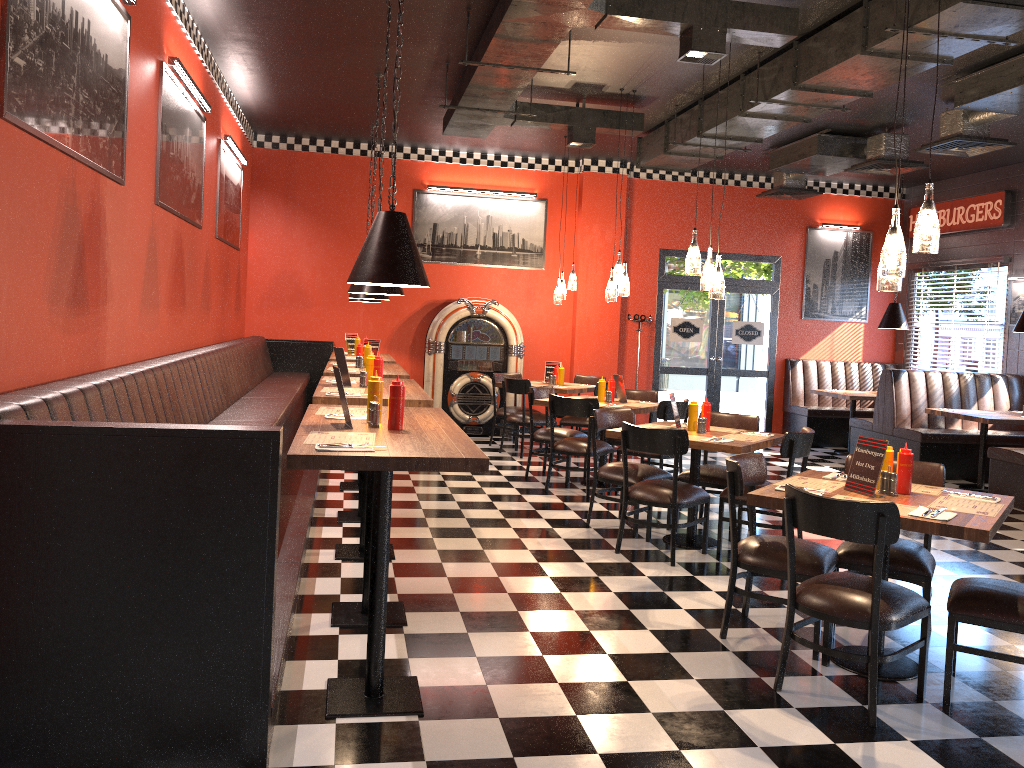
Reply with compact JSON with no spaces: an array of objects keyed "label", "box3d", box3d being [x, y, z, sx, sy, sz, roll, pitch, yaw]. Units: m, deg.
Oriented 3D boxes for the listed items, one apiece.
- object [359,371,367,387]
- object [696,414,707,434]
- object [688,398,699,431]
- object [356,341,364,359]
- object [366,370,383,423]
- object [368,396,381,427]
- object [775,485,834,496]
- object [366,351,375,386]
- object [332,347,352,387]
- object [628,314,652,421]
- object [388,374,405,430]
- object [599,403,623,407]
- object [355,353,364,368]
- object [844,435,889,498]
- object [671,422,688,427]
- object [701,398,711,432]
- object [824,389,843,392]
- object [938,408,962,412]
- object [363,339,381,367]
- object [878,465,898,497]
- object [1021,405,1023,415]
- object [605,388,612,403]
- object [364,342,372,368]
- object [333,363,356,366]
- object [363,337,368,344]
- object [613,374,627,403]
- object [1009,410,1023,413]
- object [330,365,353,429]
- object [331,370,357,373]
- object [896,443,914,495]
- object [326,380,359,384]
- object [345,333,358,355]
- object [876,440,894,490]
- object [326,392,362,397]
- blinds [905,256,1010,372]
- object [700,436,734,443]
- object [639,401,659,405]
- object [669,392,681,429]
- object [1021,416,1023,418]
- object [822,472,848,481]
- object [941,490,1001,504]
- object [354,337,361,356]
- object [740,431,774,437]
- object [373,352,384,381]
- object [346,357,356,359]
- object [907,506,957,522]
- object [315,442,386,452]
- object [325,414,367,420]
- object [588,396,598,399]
[{"label":"object","box3d":[-0.995,-0.048,5.938,0.046,0.136,0.094,2,2,-21]},{"label":"object","box3d":[1.324,0.274,6.170,0.047,0.136,0.093,4,3,39]},{"label":"object","box3d":[1.281,0.213,6.261,0.068,0.237,0.068,3,2,-5]},{"label":"object","box3d":[-1.387,-0.272,8.080,0.068,0.237,0.068,2,2,-16]},{"label":"object","box3d":[-0.616,0.057,3.989,0.068,0.237,0.068,2,2,-36]},{"label":"object","box3d":[-0.602,0.118,3.875,0.046,0.136,0.094,2,2,-20]},{"label":"object","box3d":[1.342,0.484,4.055,0.255,0.019,0.157,5,5,29]},{"label":"object","box3d":[-0.963,-0.107,6.049,0.068,0.237,0.068,3,2,-1]},{"label":"object","box3d":[-1.136,-0.116,5.933,0.072,0.257,0.188,2,3,-31]},{"label":"object","box3d":[1.669,-0.102,11.844,0.375,1.656,0.375,3,2,12]},{"label":"object","box3d":[-0.495,0.076,3.802,0.068,0.237,0.068,2,2,-36]},{"label":"object","box3d":[0.899,0.188,7.902,0.158,0.019,0.255,6,5,36]},{"label":"object","box3d":[-1.370,-0.211,7.963,0.094,0.136,0.046,5,3,44]},{"label":"object","box3d":[1.630,0.376,4.076,0.072,0.257,0.188,2,2,-21]},{"label":"object","box3d":[1.276,0.302,6.562,0.157,0.019,0.255,5,5,27]},{"label":"object","box3d":[1.373,0.216,6.276,0.068,0.237,0.068,3,2,-5]},{"label":"object","box3d":[4.236,0.083,11.638,0.157,0.019,0.255,2,4,-10]},{"label":"object","box3d":[4.593,0.270,9.267,0.157,0.019,0.255,2,4,-5]},{"label":"object","box3d":[-1.309,-0.283,8.145,0.188,0.257,0.072,4,2,31]},{"label":"object","box3d":[1.737,0.443,4.083,0.046,0.136,0.094,2,2,-21]},{"label":"object","box3d":[5.289,0.258,9.094,0.046,0.136,0.094,1,3,-40]},{"label":"object","box3d":[0.901,0.104,8.257,0.046,0.136,0.094,2,2,-21]},{"label":"object","box3d":[-1.306,-0.265,8.032,0.068,0.237,0.068,2,2,-21]},{"label":"object","box3d":[-1.543,-0.183,8.265,0.255,0.019,0.158,2,4,-14]},{"label":"object","box3d":[-1.686,-0.439,10.210,0.068,0.237,0.068,2,2,-17]},{"label":"object","box3d":[1.018,0.042,8.341,0.072,0.257,0.188,2,2,-21]},{"label":"object","box3d":[5.436,0.300,9.417,0.157,0.019,0.255,2,4,-11]},{"label":"object","box3d":[-0.730,0.055,3.814,0.072,0.257,0.188,2,2,-19]},{"label":"object","box3d":[-1.375,-0.110,7.361,0.255,0.019,0.158,2,4,-14]},{"label":"object","box3d":[1.828,0.392,4.122,0.068,0.237,0.068,4,2,32]},{"label":"object","box3d":[-1.174,-0.018,6.204,0.255,0.019,0.158,2,4,-14]},{"label":"object","box3d":[-1.849,-0.461,10.275,0.072,0.257,0.188,4,3,39]},{"label":"object","box3d":[1.768,0.384,4.195,0.068,0.237,0.068,3,2,4]},{"label":"object","box3d":[-0.977,0.059,5.258,0.255,0.019,0.158,2,4,-14]},{"label":"blinds","box3d":[5.746,-0.794,11.578,0.099,1.632,1.873,3,3,-11]},{"label":"object","box3d":[1.349,0.361,5.787,0.158,0.019,0.255,6,5,37]},{"label":"object","box3d":[1.299,0.174,8.363,0.255,0.019,0.157,6,5,37]},{"label":"object","box3d":[1.163,0.194,6.308,0.072,0.257,0.188,3,2,19]},{"label":"object","box3d":[5.158,0.333,8.768,0.157,0.019,0.255,2,4,-14]},{"label":"object","box3d":[1.672,0.469,4.491,0.158,0.019,0.255,6,5,35]},{"label":"object","box3d":[2.118,0.518,4.108,0.255,0.019,0.157,6,5,38]},{"label":"object","box3d":[-1.779,-0.443,10.203,0.068,0.237,0.068,2,2,-17]},{"label":"object","box3d":[1.701,0.347,6.219,0.255,0.019,0.157,6,5,34]},{"label":"object","box3d":[-0.904,-0.099,5.977,0.068,0.237,0.068,3,2,10]},{"label":"object","box3d":[-1.729,-0.278,9.466,0.255,0.019,0.158,2,4,-14]},{"label":"object","box3d":[1.747,0.531,3.670,0.158,0.019,0.255,6,5,37]},{"label":"object","box3d":[-0.583,0.225,3.204,0.255,0.019,0.158,2,4,-14]},{"label":"object","box3d":[-0.748,0.149,4.149,0.255,0.019,0.158,2,4,-14]},{"label":"object","box3d":[0.849,0.129,8.688,0.158,0.019,0.255,6,5,34]}]
